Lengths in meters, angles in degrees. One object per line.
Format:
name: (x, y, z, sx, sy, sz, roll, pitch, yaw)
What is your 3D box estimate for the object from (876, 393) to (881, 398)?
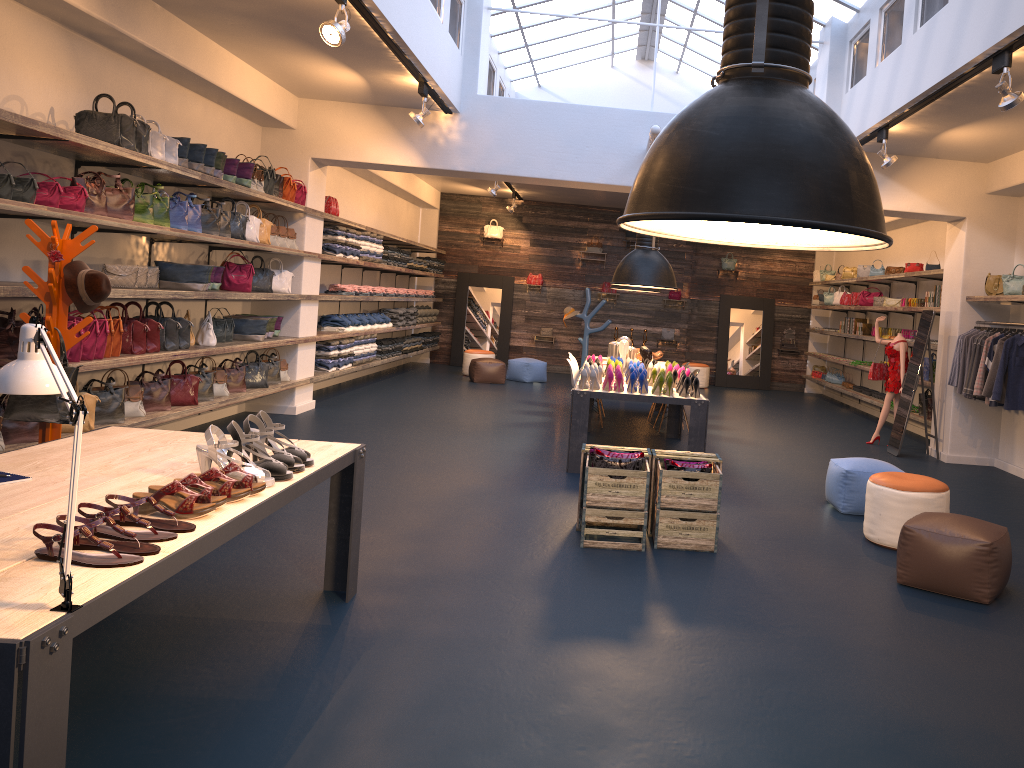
object: (5.828, 0.193, 13.682, 0.173, 0.087, 0.071, 8, 4, 32)

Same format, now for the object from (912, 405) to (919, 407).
object: (5.767, 0.327, 12.433, 0.251, 0.067, 0.079, 2, 5, -23)

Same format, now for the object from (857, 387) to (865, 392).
object: (5.940, 0.098, 14.711, 0.187, 0.087, 0.066, 5, 3, -2)

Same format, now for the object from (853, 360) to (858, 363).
object: (5.842, -0.368, 14.591, 0.235, 0.063, 0.084, 5, 4, 2)

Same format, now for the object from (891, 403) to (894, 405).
object: (5.617, 0.298, 12.605, 0.233, 0.068, 0.085, 5, 4, 5)

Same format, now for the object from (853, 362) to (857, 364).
object: (5.760, -0.333, 14.450, 0.239, 0.058, 0.082, 4, 4, -7)

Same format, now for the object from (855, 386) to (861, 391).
object: (5.956, 0.085, 14.849, 0.187, 0.087, 0.066, 5, 3, -2)

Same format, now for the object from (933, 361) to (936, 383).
object: (5.526, -0.180, 11.081, 0.345, 0.355, 0.162, 4, 2, -2)

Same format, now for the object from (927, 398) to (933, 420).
object: (5.515, 0.295, 11.197, 0.345, 0.355, 0.162, 4, 2, -2)

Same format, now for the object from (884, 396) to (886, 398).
object: (5.781, 0.232, 13.264, 0.179, 0.087, 0.068, 6, 3, 14)

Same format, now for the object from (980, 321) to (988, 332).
object: (5.365, -0.607, 9.860, 0.434, 0.219, 0.010, 4, 1, -3)

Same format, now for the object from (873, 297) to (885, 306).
object: (5.873, -1.311, 13.835, 0.112, 0.175, 0.249, 3, 5, -35)

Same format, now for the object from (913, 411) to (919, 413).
object: (5.619, 0.393, 11.943, 0.239, 0.058, 0.082, 4, 4, -7)

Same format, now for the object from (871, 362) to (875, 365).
object: (6.010, -0.327, 14.325, 0.251, 0.067, 0.079, 2, 5, -23)

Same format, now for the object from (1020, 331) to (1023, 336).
object: (5.272, -0.515, 8.888, 0.434, 0.219, 0.010, 4, 1, -3)

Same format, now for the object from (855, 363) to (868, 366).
object: (5.740, -0.316, 14.269, 0.239, 0.058, 0.082, 4, 4, -7)

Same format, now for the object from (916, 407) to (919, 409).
object: (5.738, 0.353, 12.172, 0.246, 0.075, 0.080, 3, 4, -16)

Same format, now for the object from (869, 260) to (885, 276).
object: (5.914, -1.867, 14.032, 0.255, 0.282, 0.104, 7, 3, 37)

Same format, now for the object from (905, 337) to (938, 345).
object: (5.700, -0.590, 11.976, 0.480, 0.060, 1.531, 5, 6, 5)

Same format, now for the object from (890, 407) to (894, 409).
object: (5.497, 0.339, 12.376, 0.239, 0.058, 0.082, 4, 4, -7)

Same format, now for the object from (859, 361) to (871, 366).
object: (5.839, -0.340, 14.316, 0.233, 0.067, 0.086, 5, 4, 5)

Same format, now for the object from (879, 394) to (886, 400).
object: (5.812, 0.206, 13.547, 0.172, 0.087, 0.071, 9, 5, 42)

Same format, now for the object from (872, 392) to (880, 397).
object: (5.851, 0.174, 13.890, 0.175, 0.087, 0.070, 7, 4, 25)

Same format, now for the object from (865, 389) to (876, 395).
object: (5.895, 0.137, 14.291, 0.187, 0.087, 0.066, 5, 3, -2)

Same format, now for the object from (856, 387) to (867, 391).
object: (5.947, 0.091, 14.778, 0.187, 0.087, 0.066, 5, 3, -2)

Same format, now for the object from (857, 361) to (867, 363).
object: (5.823, -0.352, 14.410, 0.233, 0.064, 0.086, 5, 4, 5)

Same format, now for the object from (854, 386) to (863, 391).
object: (5.964, 0.078, 14.919, 0.187, 0.087, 0.066, 5, 3, -2)

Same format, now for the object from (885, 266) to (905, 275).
object: (5.830, -1.709, 13.135, 0.350, 0.140, 0.417, 6, 5, 13)

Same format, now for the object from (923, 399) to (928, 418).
object: (5.568, 0.288, 11.394, 0.370, 0.338, 0.221, 5, 3, 6)

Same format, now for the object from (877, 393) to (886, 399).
object: (5.820, 0.199, 13.615, 0.172, 0.087, 0.071, 8, 5, 37)

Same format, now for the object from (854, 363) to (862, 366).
object: (5.763, -0.323, 14.361, 0.239, 0.058, 0.082, 4, 4, -7)

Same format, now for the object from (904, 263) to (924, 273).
object: (5.699, -1.641, 12.305, 0.257, 0.149, 0.123, 8, 5, 36)

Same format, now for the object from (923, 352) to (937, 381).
object: (5.615, -0.227, 11.451, 0.364, 0.389, 0.184, 5, 2, 13)

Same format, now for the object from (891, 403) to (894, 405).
object: (5.581, 0.302, 12.517, 0.233, 0.064, 0.086, 5, 4, 5)

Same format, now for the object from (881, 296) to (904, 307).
object: (5.811, -1.260, 13.298, 0.335, 0.174, 0.250, 9, 6, 44)

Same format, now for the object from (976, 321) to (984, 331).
object: (5.375, -0.617, 9.980, 0.434, 0.219, 0.010, 4, 1, -3)

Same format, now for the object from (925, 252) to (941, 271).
object: (5.623, -1.636, 11.578, 0.187, 0.279, 0.063, 6, 2, 32)

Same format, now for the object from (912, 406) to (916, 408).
object: (5.725, 0.338, 12.291, 0.219, 0.053, 0.092, 8, 6, 32)

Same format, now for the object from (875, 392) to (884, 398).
object: (5.836, 0.187, 13.753, 0.173, 0.087, 0.071, 8, 4, 32)

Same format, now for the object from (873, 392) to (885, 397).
object: (5.843, 0.180, 13.822, 0.174, 0.087, 0.070, 7, 4, 29)

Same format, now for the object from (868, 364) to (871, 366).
object: (5.910, -0.303, 14.279, 0.239, 0.058, 0.082, 4, 4, -7)

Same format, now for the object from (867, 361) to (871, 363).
object: (6.029, -0.342, 14.508, 0.246, 0.075, 0.080, 3, 4, -16)

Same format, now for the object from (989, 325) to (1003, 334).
object: (5.331, -0.579, 9.558, 0.434, 0.219, 0.010, 4, 1, -3)

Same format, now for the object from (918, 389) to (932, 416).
object: (5.603, 0.247, 11.567, 0.364, 0.389, 0.184, 5, 2, 13)

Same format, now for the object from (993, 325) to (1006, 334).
object: (5.320, -0.569, 9.460, 0.434, 0.219, 0.010, 4, 1, -3)

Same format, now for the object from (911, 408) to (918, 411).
object: (5.548, 0.355, 11.980, 0.233, 0.067, 0.086, 5, 4, 5)

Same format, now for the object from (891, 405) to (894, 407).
object: (5.521, 0.331, 12.468, 0.239, 0.058, 0.082, 4, 4, -7)

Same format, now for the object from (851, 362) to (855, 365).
object: (5.783, -0.340, 14.542, 0.239, 0.058, 0.082, 4, 4, -7)

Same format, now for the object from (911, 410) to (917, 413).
object: (5.449, 0.380, 11.933, 0.239, 0.058, 0.082, 4, 4, -7)

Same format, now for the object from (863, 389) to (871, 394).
object: (5.902, 0.130, 14.361, 0.187, 0.087, 0.066, 5, 3, -2)

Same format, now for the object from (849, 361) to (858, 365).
object: (5.786, -0.349, 14.635, 0.239, 0.058, 0.082, 4, 4, -7)

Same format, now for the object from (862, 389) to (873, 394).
object: (5.909, 0.124, 14.428, 0.187, 0.087, 0.066, 5, 3, -2)

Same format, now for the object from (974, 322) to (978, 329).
object: (5.382, -0.623, 10.048, 0.434, 0.219, 0.010, 4, 1, -3)

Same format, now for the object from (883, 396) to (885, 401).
object: (5.789, 0.226, 13.331, 0.179, 0.087, 0.069, 6, 3, 16)

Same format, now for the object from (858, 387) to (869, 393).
object: (5.933, 0.104, 14.641, 0.187, 0.087, 0.066, 5, 3, -2)

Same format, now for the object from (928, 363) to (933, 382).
object: (5.579, -0.186, 11.278, 0.370, 0.338, 0.221, 5, 3, 6)

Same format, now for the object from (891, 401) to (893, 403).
object: (5.600, 0.287, 12.699, 0.235, 0.063, 0.084, 5, 4, 2)
